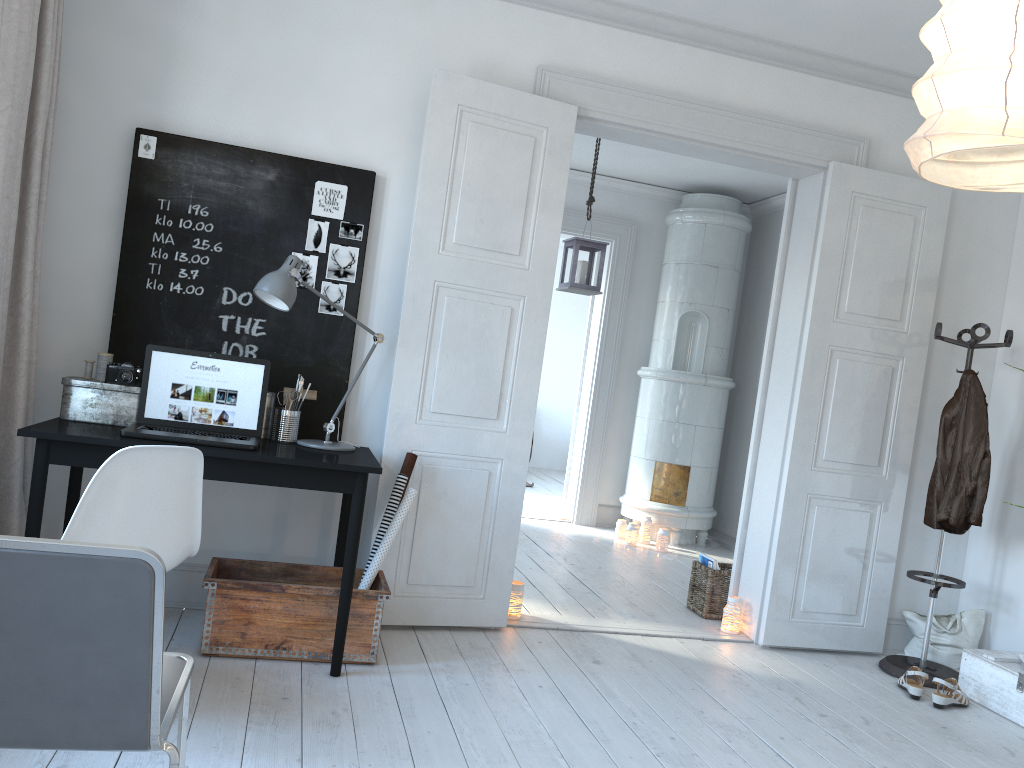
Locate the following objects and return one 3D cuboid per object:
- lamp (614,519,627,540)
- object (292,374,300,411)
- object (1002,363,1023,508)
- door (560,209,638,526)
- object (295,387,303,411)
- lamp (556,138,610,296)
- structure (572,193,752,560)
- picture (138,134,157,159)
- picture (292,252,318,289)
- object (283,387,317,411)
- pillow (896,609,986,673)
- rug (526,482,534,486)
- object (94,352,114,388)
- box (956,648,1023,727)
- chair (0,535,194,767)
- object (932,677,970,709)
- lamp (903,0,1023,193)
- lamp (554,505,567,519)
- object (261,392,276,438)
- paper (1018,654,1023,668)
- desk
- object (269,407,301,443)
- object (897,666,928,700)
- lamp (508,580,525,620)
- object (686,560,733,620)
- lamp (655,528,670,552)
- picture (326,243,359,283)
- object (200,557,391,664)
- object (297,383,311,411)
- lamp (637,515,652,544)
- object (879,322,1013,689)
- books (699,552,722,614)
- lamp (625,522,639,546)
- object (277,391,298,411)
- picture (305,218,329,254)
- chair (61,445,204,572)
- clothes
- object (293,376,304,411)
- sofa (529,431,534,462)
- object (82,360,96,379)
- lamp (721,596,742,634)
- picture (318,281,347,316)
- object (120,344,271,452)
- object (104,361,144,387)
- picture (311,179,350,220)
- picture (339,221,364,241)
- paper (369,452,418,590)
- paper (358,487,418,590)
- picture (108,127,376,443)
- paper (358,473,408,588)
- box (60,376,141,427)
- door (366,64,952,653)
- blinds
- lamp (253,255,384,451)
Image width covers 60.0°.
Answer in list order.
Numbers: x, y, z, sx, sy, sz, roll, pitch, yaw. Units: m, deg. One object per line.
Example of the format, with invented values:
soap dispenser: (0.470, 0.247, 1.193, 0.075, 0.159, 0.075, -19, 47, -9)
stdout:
lamp: (0.838, 1.119, 6.827, 0.084, 0.146, 0.084, 8, 1, -9)
object: (-0.868, 0.093, 3.516, 0.008, 0.268, 0.060, 8, 2, 3)
object: (2.258, 0.644, 3.229, 1.043, 1.555, 0.289, 8, 2, 16)
door: (0.013, -0.185, 7.182, 2.600, 2.506, 0.577, 8, 2, -14)
object: (-0.862, 0.119, 3.510, 0.009, 0.222, 0.082, 8, 2, 16)
lamp: (0.537, -1.446, 5.510, 0.228, 1.763, 0.228, 7, 2, -17)
structure: (1.288, -0.087, 6.934, 0.799, 2.829, 1.249, 9, 2, 31)
picture: (-1.444, -0.939, 3.513, 0.061, 0.088, 0.004, 7, 2, -17)
picture: (-0.866, -0.469, 3.678, 0.107, 0.150, 0.001, 7, 2, -14)
object: (-0.857, 0.125, 3.561, 0.138, 0.209, 0.034, 7, 2, -34)
pillow: (2.137, 1.240, 4.400, 0.317, 0.314, 0.272, 8, 1, -13)
rug: (-0.736, 0.919, 9.763, 1.711, 0.055, 1.455, 8, 1, -13)
object: (-1.528, -0.049, 3.294, 0.056, 0.130, 0.167, 7, 1, -15)
box: (2.250, 1.312, 3.714, 0.376, 0.218, 0.641, 8, 1, -14)
chair: (-0.858, 0.617, 1.603, 0.562, 0.798, 0.524, 7, 1, -14)
object: (1.883, 1.309, 3.788, 0.272, 0.126, 0.099, 7, 1, -41)
lamp: (0.917, -0.961, 1.471, 0.338, 1.232, 0.340, 8, 2, 18)
lamp: (0.403, 1.063, 7.366, 0.093, 0.110, 0.093, 8, 1, 3)
object: (-0.995, 0.125, 3.546, 0.079, 0.188, 0.078, 7, 2, -35)
paper: (2.291, 1.208, 3.769, 0.221, 0.031, 0.175, 8, 1, 18)
desk: (-1.135, 0.580, 3.273, 1.160, 0.759, 0.650, 8, 1, -14)
object: (-0.895, 0.164, 3.499, 0.108, 0.128, 0.108, 8, 1, 1)
object: (1.763, 1.291, 3.902, 0.099, 0.126, 0.272, 8, 1, 19)
lamp: (0.006, 1.014, 4.165, 0.089, 0.166, 0.089, 7, 2, -21)
object: (1.135, 1.124, 4.828, 0.270, 0.265, 0.223, 8, 1, -14)
lamp: (1.112, 1.150, 6.539, 0.089, 0.166, 0.089, 7, 1, -15)
picture: (-0.709, -0.509, 3.713, 0.121, 0.153, 0.002, 8, 2, -14)
object: (-0.824, 0.862, 3.365, 0.665, 0.282, 0.339, 8, 1, -14)
object: (-0.848, 0.112, 3.507, 0.084, 0.240, 0.009, 7, 2, -37)
lamp: (1.017, 1.113, 6.767, 0.098, 0.210, 0.098, 8, 1, -9)
object: (2.042, 0.552, 4.155, 0.374, 1.659, 0.374, 8, 2, -6)
books: (1.127, 1.090, 4.825, 0.201, 0.300, 0.179, 7, 1, -14)
lamp: (0.892, 1.119, 6.602, 0.089, 0.166, 0.089, 8, 1, -12)
object: (-0.902, 0.122, 3.506, 0.081, 0.198, 0.050, 8, 2, 11)
picture: (-0.809, -0.615, 3.684, 0.083, 0.146, 0.002, 7, 2, -14)
chair: (-1.193, 0.546, 2.600, 0.553, 0.824, 0.475, 9, 2, 41)
clothes: (2.074, 0.314, 4.076, 0.237, 0.770, 0.211, 8, 2, 20)
object: (-0.864, 0.097, 3.518, 0.012, 0.264, 0.062, 9, 2, 29)
sofa: (-0.854, 0.494, 10.493, 2.166, 0.825, 0.968, 8, 1, -14)
object: (-1.596, -0.055, 3.345, 0.040, 0.069, 0.039, 7, 2, -26)
lamp: (1.104, 1.158, 4.448, 0.093, 0.180, 0.092, 7, 2, -31)
picture: (-0.750, -0.360, 3.713, 0.103, 0.136, 0.001, 7, 2, -14)
object: (-1.111, 0.044, 3.158, 0.446, 0.315, 0.325, 8, 1, -14)
object: (-1.420, -0.039, 3.250, 0.137, 0.087, 0.073, 8, 1, -14)
picture: (-0.755, -0.769, 3.686, 0.148, 0.154, 0.004, 8, 2, -14)
picture: (-0.673, -0.643, 3.715, 0.095, 0.071, 0.001, 8, 2, -14)
paper: (-0.530, 0.646, 3.586, 0.048, 0.747, 0.297, 9, 2, 32)
paper: (-0.533, 0.708, 3.456, 0.283, 0.627, 0.041, 7, 2, -35)
picture: (-1.114, -0.376, 3.657, 0.953, 1.173, 0.063, 8, 2, -14)
paper: (-0.545, 0.688, 3.513, 0.043, 0.669, 0.266, 9, 2, 32)
box: (-1.515, 0.068, 3.329, 0.317, 0.152, 0.192, 8, 1, -14)
door: (0.712, -0.057, 4.255, 2.600, 2.506, 0.577, 8, 2, -14)
blinds: (-1.700, -0.450, 3.010, 0.225, 2.648, 0.830, 7, 2, -14)
lamp: (-0.756, -0.112, 3.446, 0.617, 0.716, 0.229, 7, 2, -43)
